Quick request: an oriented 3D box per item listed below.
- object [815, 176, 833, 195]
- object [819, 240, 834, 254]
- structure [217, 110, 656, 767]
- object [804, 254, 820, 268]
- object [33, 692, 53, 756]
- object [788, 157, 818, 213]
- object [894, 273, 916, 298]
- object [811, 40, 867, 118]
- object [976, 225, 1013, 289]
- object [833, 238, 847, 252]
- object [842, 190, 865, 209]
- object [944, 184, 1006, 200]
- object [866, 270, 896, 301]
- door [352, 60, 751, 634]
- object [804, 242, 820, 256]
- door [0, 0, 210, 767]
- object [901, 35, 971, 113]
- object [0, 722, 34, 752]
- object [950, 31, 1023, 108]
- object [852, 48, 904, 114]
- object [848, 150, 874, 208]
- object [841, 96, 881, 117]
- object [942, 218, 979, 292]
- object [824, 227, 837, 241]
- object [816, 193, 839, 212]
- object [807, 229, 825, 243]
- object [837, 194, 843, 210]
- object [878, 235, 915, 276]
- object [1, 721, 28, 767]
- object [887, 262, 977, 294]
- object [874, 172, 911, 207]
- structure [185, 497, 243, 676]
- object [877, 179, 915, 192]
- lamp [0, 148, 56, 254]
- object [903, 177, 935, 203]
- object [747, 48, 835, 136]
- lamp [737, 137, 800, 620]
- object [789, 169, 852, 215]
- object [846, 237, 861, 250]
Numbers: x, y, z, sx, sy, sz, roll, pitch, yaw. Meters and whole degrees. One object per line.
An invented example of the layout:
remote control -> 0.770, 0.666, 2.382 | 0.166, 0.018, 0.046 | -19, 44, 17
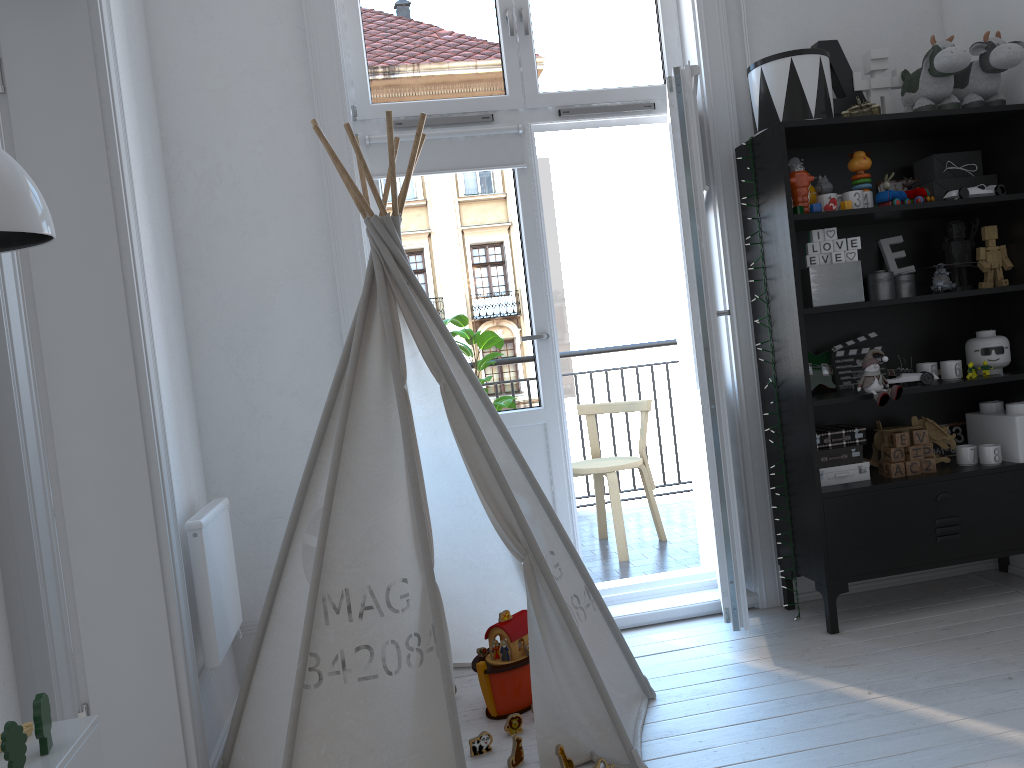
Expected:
object -> 1.106, -0.658, 3.139 | 0.063, 0.160, 0.063 | -8, 2, -31
object -> 1.050, -0.457, 2.967 | 0.040, 0.040, 0.040 | -6, 2, 11
structure -> -0.284, 0.118, 2.418 | 1.142, 1.750, 1.143 | -8, 2, -33
object -> 1.004, -0.411, 2.973 | 0.040, 0.040, 0.040 | -6, 2, 6
object -> -0.551, 0.398, 1.042 | 0.009, 0.067, 0.054 | -7, 2, -18
object -> 0.967, -0.660, 2.968 | 0.105, 0.203, 0.072 | -7, 2, -2
object -> 1.445, -0.356, 3.138 | 0.078, 0.091, 0.246 | -7, 2, -15
object -> 1.147, -1.059, 3.201 | 0.343, 0.344, 0.057 | -7, 2, -9
object -> 1.702, -0.449, 3.134 | 0.114, 0.221, 0.052 | -7, 2, -10
object -> 1.095, -0.462, 2.962 | 0.040, 0.040, 0.040 | -6, 2, 21
object -> 1.149, -0.612, 2.983 | 0.067, 0.067, 0.067 | -7, 2, -8
object -> 1.585, -0.654, 3.046 | 0.230, 0.048, 0.098 | -7, 2, -19
object -> 1.334, -0.354, 3.204 | 0.095, 0.110, 0.095 | -7, 2, -5
door -> 0.187, -0.066, 3.032 | 1.263, 1.839, 0.636 | -7, 2, -7
object -> 1.005, -0.452, 2.971 | 0.040, 0.040, 0.040 | -7, 2, 1
door -> -1.049, 0.001, 1.983 | 0.505, 2.178, 1.465 | -8, 2, -25
object -> 1.437, -1.038, 3.051 | 0.154, 0.253, 0.370 | -7, 2, -1
object -> -0.536, 0.417, 0.672 | 0.111, 0.047, 0.902 | -7, 2, -15
object -> 1.586, -1.056, 3.080 | 0.211, 0.253, 0.386 | -8, 2, -26
object -> 1.325, -1.052, 3.200 | 0.190, 0.291, 0.065 | -7, 2, -4
object -> 1.193, -0.692, 3.028 | 0.077, 0.213, 0.077 | -6, 2, 24
object -> 1.192, -0.936, 3.025 | 0.121, 0.100, 0.338 | -6, 2, 26
object -> 1.616, -0.460, 3.183 | 0.117, 0.259, 0.081 | -7, 2, -9
object -> 1.059, -0.498, 2.964 | 0.040, 0.040, 0.040 | -7, 2, 1
object -> 1.061, -0.602, 2.984 | 0.067, 0.067, 0.067 | -7, 2, -8
object -> 1.018, -0.494, 2.968 | 0.040, 0.040, 0.040 | -7, 2, -4
object -> 1.106, -0.609, 3.035 | 0.067, 0.067, 0.067 | -8, 2, -35
object -> 1.413, -0.469, 3.259 | 0.107, 0.151, 0.055 | -7, 2, -9
object -> -0.546, 0.401, 0.974 | 0.007, 0.063, 0.029 | -6, 2, 18
object -> 1.501, -0.368, 3.114 | 0.367, 0.106, 0.349 | -7, 2, -8
object -> 1.305, -0.661, 3.047 | 0.121, 0.126, 0.087 | -8, 2, -32
structure -> -0.870, 0.587, 2.650 | 0.075, 0.460, 0.635 | -7, 2, -13
object -> 1.524, -0.699, 3.284 | 0.347, 0.132, 0.037 | -7, 2, -9
lamp -> -0.588, -0.405, 0.461 | 0.200, 0.656, 0.651 | -6, 2, 24
object -> 1.406, -0.674, 3.106 | 0.087, 0.112, 0.122 | -8, 2, -38
object -> 0.976, -0.994, 3.099 | 0.272, 0.259, 0.394 | -6, 2, 19
lamp -> 1.335, -0.066, 3.175 | 0.985, 1.685, 0.095 | -7, 2, -12
object -> 0.989, -0.660, 3.043 | 0.197, 0.197, 0.318 | -7, 2, -13
object -> 1.139, -0.467, 2.958 | 0.040, 0.040, 0.040 | -6, 2, 16
